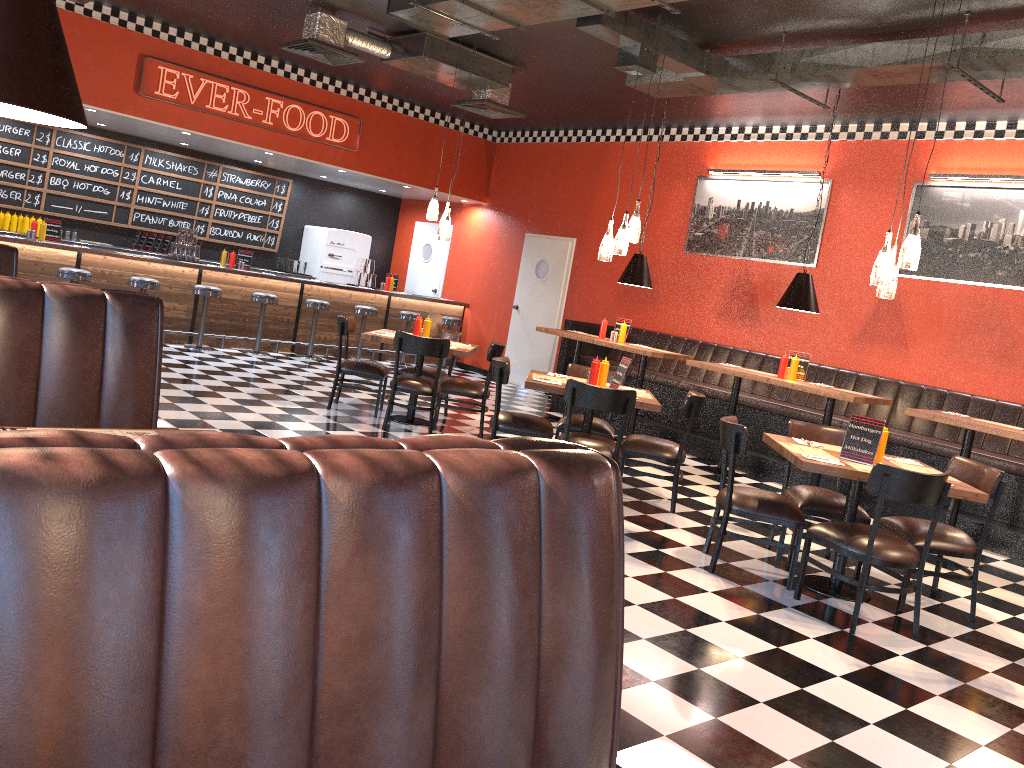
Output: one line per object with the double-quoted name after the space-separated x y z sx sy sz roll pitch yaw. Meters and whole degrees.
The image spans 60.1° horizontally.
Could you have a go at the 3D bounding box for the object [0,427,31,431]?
-1.359 0.151 2.443 0.157 0.019 0.256 3 9 -46 "object"

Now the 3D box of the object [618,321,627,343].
1.188 -0.559 9.498 0.068 0.237 0.068 12 4 23 "object"

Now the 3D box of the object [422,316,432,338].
-0.779 -0.508 8.094 0.067 0.237 0.068 8 5 -27 "object"

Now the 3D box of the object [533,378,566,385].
0.279 -0.022 6.415 0.255 0.019 0.158 10 6 2 "object"

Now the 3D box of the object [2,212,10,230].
-6.470 -2.087 11.330 0.068 0.237 0.068 12 5 24 "object"

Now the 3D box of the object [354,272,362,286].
-2.234 -1.524 12.903 0.105 0.208 0.106 10 4 3 "object"

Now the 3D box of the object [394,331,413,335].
-1.051 -0.495 8.558 0.157 0.019 0.256 10 6 6 "object"

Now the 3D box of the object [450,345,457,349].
-0.572 -0.338 7.900 0.157 0.019 0.256 10 6 4 "object"

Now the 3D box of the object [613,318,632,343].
1.198 -0.591 9.706 0.189 0.256 0.072 14 6 39 "object"

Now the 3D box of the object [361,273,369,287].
-2.146 -1.517 12.968 0.105 0.208 0.106 10 4 3 "object"

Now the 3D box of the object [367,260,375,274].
-2.065 -1.718 12.993 0.105 0.208 0.106 10 4 3 "object"

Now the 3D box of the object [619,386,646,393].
0.918 0.033 6.894 0.255 0.019 0.158 10 6 4 "object"

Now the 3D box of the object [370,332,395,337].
-1.144 -0.447 7.992 0.255 0.019 0.158 11 6 7 "object"

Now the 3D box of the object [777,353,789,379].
2.438 -0.168 7.958 0.068 0.237 0.068 8 4 -22 "object"

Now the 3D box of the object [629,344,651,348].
1.356 -0.412 9.438 0.254 0.019 0.158 3 9 -45 "object"

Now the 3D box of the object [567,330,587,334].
0.738 -0.600 10.156 0.254 0.019 0.158 3 9 -45 "object"

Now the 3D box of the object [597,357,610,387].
0.681 -0.085 6.591 0.067 0.237 0.068 7 5 -37 "object"

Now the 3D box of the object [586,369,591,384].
0.586 -0.055 6.649 0.047 0.135 0.094 10 5 8 "object"

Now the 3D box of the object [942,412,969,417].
3.515 0.235 7.035 0.254 0.019 0.158 3 9 -45 "object"

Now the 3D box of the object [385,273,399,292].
-1.814 -1.528 13.361 0.188 0.256 0.072 9 4 -7 "object"

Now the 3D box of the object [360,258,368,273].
-2.160 -1.726 12.923 0.105 0.208 0.106 10 4 3 "object"

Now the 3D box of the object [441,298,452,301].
-1.009 -1.310 13.734 0.157 0.019 0.256 6 8 -32 "object"

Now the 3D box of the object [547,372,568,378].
0.358 -0.071 6.966 0.157 0.019 0.256 10 6 5 "object"

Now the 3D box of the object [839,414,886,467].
1.959 0.312 4.959 0.189 0.256 0.072 14 6 38 "object"

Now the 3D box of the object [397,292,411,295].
-1.610 -1.352 13.193 0.256 0.019 0.157 16 9 43 "object"

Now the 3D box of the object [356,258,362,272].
-2.223 -1.744 12.988 0.105 0.208 0.106 10 4 3 "object"

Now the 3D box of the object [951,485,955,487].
2.251 0.507 4.760 0.157 0.019 0.256 10 6 3 "object"

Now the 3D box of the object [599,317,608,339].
0.991 -0.604 9.594 0.068 0.237 0.068 12 4 23 "object"

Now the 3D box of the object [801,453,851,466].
1.705 0.408 4.801 0.255 0.019 0.158 10 6 6 "object"

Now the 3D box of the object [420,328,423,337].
-0.820 -0.475 8.209 0.094 0.135 0.046 13 6 38 "object"

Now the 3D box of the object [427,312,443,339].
-0.719 -0.527 8.266 0.189 0.256 0.072 14 6 38 "object"

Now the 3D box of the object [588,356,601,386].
0.610 -0.090 6.530 0.067 0.237 0.068 7 5 -37 "object"

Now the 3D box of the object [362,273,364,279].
-2.222 -1.538 13.044 0.105 0.208 0.106 10 4 3 "object"

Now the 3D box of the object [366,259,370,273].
-2.143 -1.740 13.072 0.105 0.208 0.106 10 4 3 "object"

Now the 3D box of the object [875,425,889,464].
2.101 0.335 5.057 0.067 0.237 0.068 7 5 -37 "object"

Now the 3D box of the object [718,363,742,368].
2.111 -0.188 8.615 0.254 0.019 0.158 3 9 -45 "object"

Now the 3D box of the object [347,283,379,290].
-2.190 -1.433 13.030 0.436 0.018 0.274 4 9 -42 "object"

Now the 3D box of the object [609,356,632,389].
0.806 -0.075 6.613 0.072 0.256 0.189 9 5 -12 "object"

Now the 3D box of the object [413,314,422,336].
-0.865 -0.526 8.124 0.068 0.237 0.068 10 4 1 "object"

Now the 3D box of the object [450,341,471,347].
-0.513 -0.390 8.443 0.255 0.019 0.158 9 6 -3 "object"

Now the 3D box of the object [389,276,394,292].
-1.800 -1.499 13.221 0.068 0.237 0.068 11 4 17 "object"

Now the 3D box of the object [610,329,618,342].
1.107 -0.531 9.591 0.094 0.135 0.046 14 6 39 "object"

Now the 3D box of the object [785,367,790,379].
2.484 -0.117 8.043 0.094 0.135 0.046 13 6 38 "object"

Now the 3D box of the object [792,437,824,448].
1.811 0.358 5.403 0.157 0.019 0.256 10 6 5 "object"

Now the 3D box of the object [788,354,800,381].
2.525 -0.150 7.928 0.067 0.237 0.068 7 5 -33 "object"

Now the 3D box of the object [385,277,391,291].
-1.839 -1.496 13.136 0.068 0.237 0.068 9 4 -11 "object"

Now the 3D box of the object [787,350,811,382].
2.615 -0.165 8.116 0.189 0.256 0.072 12 5 27 "object"

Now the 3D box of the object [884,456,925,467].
2.331 0.455 5.335 0.255 0.019 0.158 9 6 -4 "object"

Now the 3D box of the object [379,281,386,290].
-1.922 -1.465 13.200 0.047 0.135 0.093 14 6 43 "object"

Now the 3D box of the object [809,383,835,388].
2.758 0.004 7.914 0.254 0.019 0.158 3 9 -45 "object"

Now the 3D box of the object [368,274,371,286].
-2.135 -1.532 13.124 0.105 0.208 0.106 10 4 3 "object"

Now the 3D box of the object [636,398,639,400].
0.812 0.078 6.345 0.157 0.019 0.256 9 6 -4 "object"
